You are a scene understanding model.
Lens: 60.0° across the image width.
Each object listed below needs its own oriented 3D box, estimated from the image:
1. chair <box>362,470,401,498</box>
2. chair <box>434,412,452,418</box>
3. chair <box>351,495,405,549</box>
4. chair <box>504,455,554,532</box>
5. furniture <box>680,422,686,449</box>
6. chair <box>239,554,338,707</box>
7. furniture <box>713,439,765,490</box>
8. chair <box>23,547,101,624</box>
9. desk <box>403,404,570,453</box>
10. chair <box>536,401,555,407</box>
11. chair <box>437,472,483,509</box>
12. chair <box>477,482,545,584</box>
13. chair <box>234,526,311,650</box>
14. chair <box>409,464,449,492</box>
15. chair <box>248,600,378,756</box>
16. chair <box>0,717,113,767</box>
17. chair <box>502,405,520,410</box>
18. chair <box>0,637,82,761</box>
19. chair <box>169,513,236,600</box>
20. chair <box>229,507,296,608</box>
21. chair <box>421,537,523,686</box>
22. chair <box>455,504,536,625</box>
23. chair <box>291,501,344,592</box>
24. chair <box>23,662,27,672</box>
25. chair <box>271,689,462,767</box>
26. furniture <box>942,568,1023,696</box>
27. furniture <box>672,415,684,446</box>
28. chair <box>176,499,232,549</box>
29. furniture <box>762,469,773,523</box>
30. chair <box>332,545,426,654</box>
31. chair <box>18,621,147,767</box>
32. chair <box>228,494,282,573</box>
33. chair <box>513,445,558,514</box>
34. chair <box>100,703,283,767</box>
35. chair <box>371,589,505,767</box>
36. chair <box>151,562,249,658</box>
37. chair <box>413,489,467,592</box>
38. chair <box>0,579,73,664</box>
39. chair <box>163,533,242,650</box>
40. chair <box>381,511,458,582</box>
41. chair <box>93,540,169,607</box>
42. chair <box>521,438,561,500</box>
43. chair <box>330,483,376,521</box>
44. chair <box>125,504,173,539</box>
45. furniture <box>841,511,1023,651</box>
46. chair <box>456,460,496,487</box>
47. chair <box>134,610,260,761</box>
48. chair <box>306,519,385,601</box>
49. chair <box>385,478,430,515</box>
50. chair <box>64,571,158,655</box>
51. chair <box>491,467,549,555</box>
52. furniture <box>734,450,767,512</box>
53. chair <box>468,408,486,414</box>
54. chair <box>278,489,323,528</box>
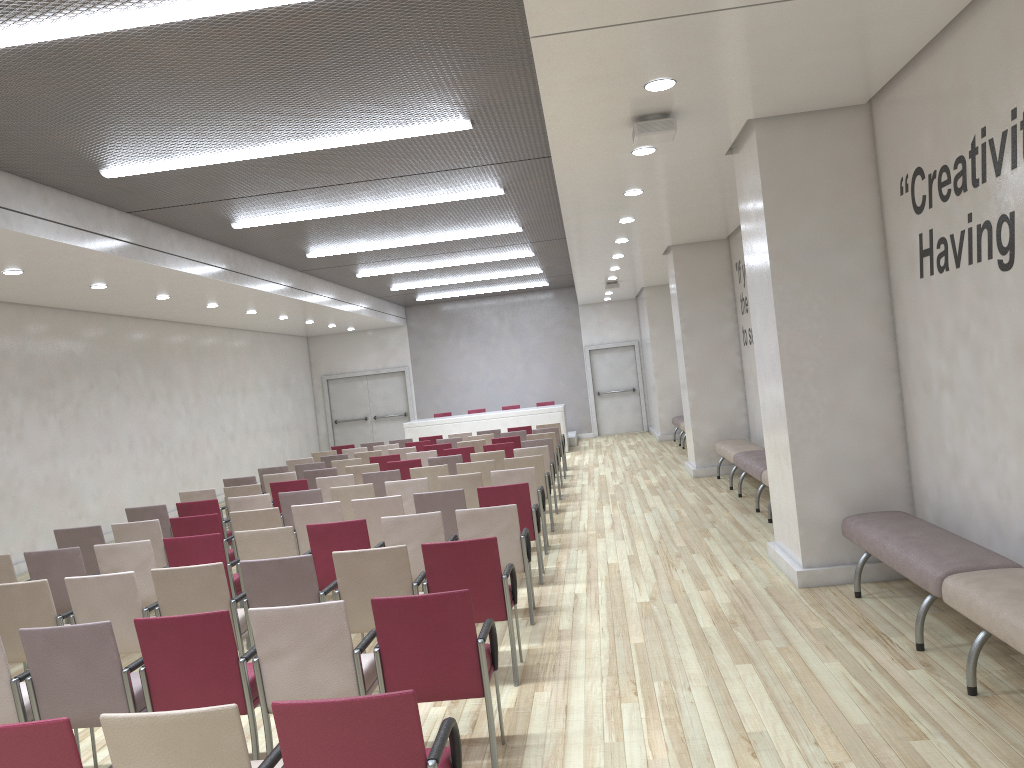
[{"bbox_3d":[-1.431,1.440,10.476,0.513,0.890,0.640,-6,0,6],"label":"chair"},{"bbox_3d":[-1.703,1.168,21.808,0.513,0.890,0.640,-6,0,4],"label":"chair"},{"bbox_3d":[-1.104,1.421,7.977,0.513,0.890,0.640,-6,0,5],"label":"chair"},{"bbox_3d":[0.200,1.261,10.341,0.513,0.890,0.640,-6,0,5],"label":"chair"},{"bbox_3d":[3.594,1.011,17.141,0.530,0.550,1.833,-6,0,5],"label":"furniture"},{"bbox_3d":[-1.317,1.460,5.521,0.513,0.890,0.640,-6,0,6],"label":"chair"},{"bbox_3d":[3.167,1.089,12.293,0.530,0.550,1.833,-6,0,5],"label":"furniture"},{"bbox_3d":[-3.386,1.679,6.956,0.513,0.890,0.640,-6,0,6],"label":"chair"},{"bbox_3d":[-0.539,1.199,20.596,3.652,1.042,1.456,-6,0,5],"label":"desk"},{"bbox_3d":[0.846,0.888,21.579,0.513,0.890,0.640,-6,0,4],"label":"chair"},{"bbox_3d":[-0.452,1.341,9.161,0.513,0.890,0.640,-6,0,5],"label":"chair"},{"bbox_3d":[-0.006,1.300,7.871,0.513,0.890,0.640,-6,0,5],"label":"chair"},{"bbox_3d":[-1.750,1.500,6.799,0.513,0.890,0.640,-6,0,5],"label":"chair"},{"bbox_3d":[-0.885,1.380,10.438,0.513,0.890,0.640,-6,0,5],"label":"chair"},{"bbox_3d":[-0.888,1.421,4.252,0.513,0.890,0.640,-6,0,6],"label":"chair"},{"bbox_3d":[-1.528,1.499,3.074,0.513,0.890,0.640,-6,0,5],"label":"chair"},{"bbox_3d":[-0.004,0.981,21.655,0.513,0.890,0.640,-6,0,4],"label":"chair"},{"bbox_3d":[-2.515,1.600,4.403,0.513,0.890,0.640,-6,0,5],"label":"chair"},{"bbox_3d":[-2.737,1.600,8.117,0.513,0.890,0.640,-6,0,5],"label":"chair"},{"bbox_3d":[-2.193,1.540,8.075,0.513,0.890,0.640,-6,0,5],"label":"chair"},{"bbox_3d":[-0.233,1.341,5.431,0.513,0.890,0.640,-6,0,6],"label":"chair"},{"bbox_3d":[-0.117,1.320,6.656,0.513,0.890,0.640,-6,0,5],"label":"chair"},{"bbox_3d":[-1.638,1.479,8.036,0.513,0.890,0.640,-6,0,6],"label":"chair"},{"bbox_3d":[-3.502,1.700,5.726,0.513,0.890,0.640,-6,0,5],"label":"chair"},{"bbox_3d":[-0.441,1.380,2.973,0.513,0.890,0.640,-6,0,4],"label":"chair"},{"bbox_3d":[2.413,1.229,3.727,0.530,0.550,1.833,-6,0,5],"label":"furniture"},{"bbox_3d":[3.757,0.981,18.992,0.530,0.550,1.833,-6,0,5],"label":"furniture"},{"bbox_3d":[-3.169,1.640,9.406,0.513,0.890,0.640,-6,0,5],"label":"chair"},{"bbox_3d":[2.841,1.150,8.595,0.530,0.550,1.833,-6,0,5],"label":"furniture"},{"bbox_3d":[-0.766,1.399,5.484,0.513,0.890,0.640,-6,0,4],"label":"chair"},{"bbox_3d":[-1.978,1.541,4.359,0.513,0.890,0.640,-6,0,5],"label":"chair"},{"bbox_3d":[-2.619,1.579,9.360,0.513,0.890,0.640,-6,0,5],"label":"chair"},{"bbox_3d":[0.308,1.241,11.557,0.513,0.890,0.640,-6,0,4],"label":"chair"},{"bbox_3d":[-0.984,1.440,3.027,0.513,0.890,0.640,-6,0,6],"label":"chair"},{"bbox_3d":[-0.333,1.360,4.198,0.513,0.890,0.640,-6,0,5],"label":"chair"},{"bbox_3d":[-1.870,1.521,5.580,0.513,0.890,0.640,-6,0,4],"label":"chair"},{"bbox_3d":[-0.558,1.360,7.939,0.513,0.890,0.640,-6,0,6],"label":"chair"},{"bbox_3d":[-2.952,1.640,5.672,0.513,0.890,0.640,-6,0,6],"label":"chair"},{"bbox_3d":[-2.293,1.559,6.853,0.513,0.890,0.640,-6,0,6],"label":"chair"},{"bbox_3d":[-0.662,1.380,6.709,0.513,0.890,0.640,-6,0,4],"label":"chair"},{"bbox_3d":[-2.836,1.619,6.910,0.513,0.890,0.640,-6,0,6],"label":"chair"},{"bbox_3d":[0.420,1.221,12.783,0.513,0.890,0.640,-6,0,4],"label":"chair"},{"bbox_3d":[-1.549,1.461,9.250,0.513,0.890,0.640,-6,0,5],"label":"chair"},{"bbox_3d":[-3.712,1.699,9.453,0.513,0.890,0.640,-6,0,5],"label":"chair"},{"bbox_3d":[2.576,1.199,5.578,0.530,0.550,1.833,-6,0,5],"label":"furniture"},{"bbox_3d":[-0.347,1.321,10.374,0.513,0.890,0.640,-6,0,4],"label":"chair"},{"bbox_3d":[-1.432,1.481,4.313,0.513,0.890,0.640,-6,0,4],"label":"chair"},{"bbox_3d":[-1.212,1.440,6.757,0.513,0.890,0.640,-6,0,5],"label":"chair"},{"bbox_3d":[-0.986,1.399,9.208,0.513,0.890,0.640,-6,0,6],"label":"chair"},{"bbox_3d":[-2.401,1.579,5.617,0.513,0.890,0.640,-6,0,6],"label":"chair"},{"bbox_3d":[0.084,1.282,9.109,0.513,0.890,0.640,-6,0,6],"label":"chair"},{"bbox_3d":[3.004,1.119,10.442,0.530,0.550,1.833,-6,0,5],"label":"furniture"},{"bbox_3d":[-0.853,1.075,21.732,0.513,0.890,0.640,-6,0,4],"label":"chair"},{"bbox_3d":[-2.084,1.520,9.294,0.513,0.890,0.640,-6,0,5],"label":"chair"}]
